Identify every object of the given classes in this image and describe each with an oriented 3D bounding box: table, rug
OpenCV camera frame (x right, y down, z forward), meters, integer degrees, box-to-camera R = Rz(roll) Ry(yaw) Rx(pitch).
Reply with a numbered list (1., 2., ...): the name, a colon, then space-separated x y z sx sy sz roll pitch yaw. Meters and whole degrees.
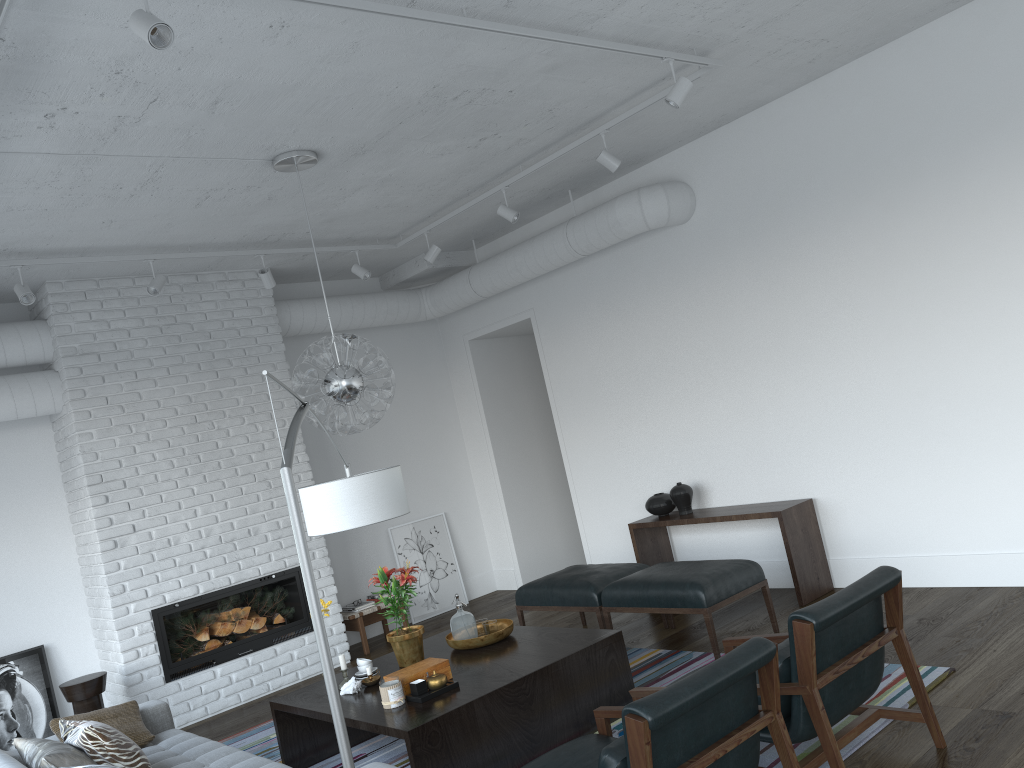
1. table: 1.510 1.213 6.308 0.375 0.617 1.362 -10 -4 -40
2. table: -1.161 2.026 7.455 0.605 0.345 0.405 -10 -4 -40
3. rug: -0.182 1.820 4.571 2.735 0.012 3.760 -10 -4 -40
4. table: -0.318 1.642 4.549 1.306 0.394 1.362 -10 -4 -40
5. table: -2.666 2.148 5.626 0.281 0.558 0.282 -14 -3 28

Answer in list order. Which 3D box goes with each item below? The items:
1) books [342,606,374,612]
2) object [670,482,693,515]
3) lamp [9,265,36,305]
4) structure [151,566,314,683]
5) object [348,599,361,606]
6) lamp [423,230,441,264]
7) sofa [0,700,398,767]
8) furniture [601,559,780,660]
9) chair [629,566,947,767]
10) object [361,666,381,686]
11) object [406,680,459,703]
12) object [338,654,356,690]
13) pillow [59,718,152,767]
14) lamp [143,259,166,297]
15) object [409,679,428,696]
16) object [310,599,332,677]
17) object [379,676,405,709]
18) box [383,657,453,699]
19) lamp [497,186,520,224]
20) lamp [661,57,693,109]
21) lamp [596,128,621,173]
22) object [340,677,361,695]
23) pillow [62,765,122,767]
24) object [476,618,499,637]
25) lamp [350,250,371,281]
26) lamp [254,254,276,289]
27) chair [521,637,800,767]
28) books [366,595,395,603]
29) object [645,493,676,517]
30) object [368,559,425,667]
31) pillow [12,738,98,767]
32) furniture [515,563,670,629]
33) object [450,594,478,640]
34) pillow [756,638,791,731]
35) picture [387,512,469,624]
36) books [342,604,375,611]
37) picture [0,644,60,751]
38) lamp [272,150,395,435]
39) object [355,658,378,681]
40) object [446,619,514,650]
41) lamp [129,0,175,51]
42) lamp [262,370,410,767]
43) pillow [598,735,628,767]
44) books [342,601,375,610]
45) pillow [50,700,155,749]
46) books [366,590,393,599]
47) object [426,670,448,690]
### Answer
1. books: -1.287 1.871 7.388 0.172 0.011 0.273 -10 -4 -41
2. object: 1.262 0.845 6.565 0.171 0.236 0.171 -11 -4 -35
3. lamp: -2.974 -0.611 5.378 0.095 0.285 0.154 -10 -4 -42
4. structure: -2.189 1.823 6.745 1.168 0.578 0.675 -10 -4 -40
5. object: -1.320 1.825 7.384 0.093 0.038 0.134 -14 -3 16
6. lamp: -0.631 -1.067 6.853 0.154 0.285 0.104 -13 -3 0
7. sofa: -1.438 1.703 3.472 0.991 0.684 2.541 -10 -4 -40
8. furniture: 1.047 1.342 5.359 0.583 0.476 0.827 -10 -4 -40
9. chair: 1.001 1.142 3.484 0.678 0.698 0.983 -10 -4 -40
10. object: -0.720 1.480 4.502 0.102 0.098 0.102 -13 -3 -1
11. object: -0.367 1.416 4.089 0.214 0.023 0.130 -10 -4 -40
12. object: -0.867 1.478 4.586 0.098 0.174 0.098 -16 -4 44
13. pillow: -1.738 1.558 3.784 0.271 0.340 0.576 -11 -4 -36
14. lamp: -2.379 -0.720 5.895 0.090 0.285 0.154 -14 -3 18
15. object: -0.428 1.393 4.071 0.058 0.055 0.058 -10 -4 -40
16. object: -0.939 1.339 4.535 0.121 0.470 0.120 -11 -3 -25
17. object: -0.543 1.406 4.045 0.117 0.116 0.106 -14 -3 29
18. box: -0.449 1.406 4.248 0.294 0.093 0.169 -10 -4 -40
19. lamp: -0.041 -1.240 6.117 0.154 0.285 0.094 -14 -3 23
20. lamp: 0.820 -1.522 4.442 0.154 0.285 0.088 -13 -3 5
21. lamp: 0.571 -1.417 5.366 0.154 0.285 0.100 -12 -3 -17
22. object: -0.809 1.512 4.440 0.124 0.078 0.069 -15 -3 32
23. pillow: -1.424 1.507 3.216 0.346 0.283 0.578 -10 -4 -40
24. object: -0.141 1.370 4.956 0.085 0.089 0.195 -11 -3 -31
25. lamp: -1.192 -0.937 6.914 0.154 0.285 0.093 -14 -3 28
26. lamp: -1.788 -0.828 6.405 0.097 0.285 0.154 -13 -3 0
27. chair: 0.370 1.258 2.939 0.678 0.698 0.983 -10 -4 -40
28. books: -1.095 1.826 7.574 0.185 0.032 0.267 -10 -4 -42
29. object: 1.135 0.917 6.747 0.245 0.168 0.245 -15 -4 41
30. object: -0.593 1.227 4.746 0.275 0.558 0.284 -13 -3 12
31. pillow: -1.816 1.593 3.620 0.254 0.318 0.663 -10 -4 -40
32. furniture: 0.516 1.495 6.008 0.584 0.478 0.828 -10 -4 -40
33. object: -0.275 1.297 4.886 0.143 0.288 0.143 -14 -3 21
34. pillow: 1.108 1.062 3.334 0.612 0.293 0.246 -10 -4 -40
35. picture: -0.774 1.695 8.232 0.637 0.884 0.093 -10 -4 -40
36. books: -1.285 1.859 7.379 0.171 0.011 0.306 -10 -4 -41
37. picture: -3.401 2.228 5.894 0.686 0.775 0.130 -10 -4 -40
38. lamp: -1.023 -0.486 4.834 0.552 1.546 0.552 -15 -4 37
39. object: -0.770 1.490 4.658 0.121 0.113 0.124 -12 -3 -21
40. object: -0.173 1.390 4.902 0.383 0.068 0.383 -13 -3 2
41. lamp: -1.137 -1.165 2.755 0.154 0.285 0.095 -15 -4 43
42. lamp: -0.467 0.904 2.835 0.432 1.738 2.162 -12 -3 -6
43. pillow: 0.477 1.177 2.788 0.612 0.293 0.246 -10 -4 -40
44. books: -1.296 1.847 7.387 0.202 0.019 0.280 -10 -4 -42
45. pillow: -1.991 1.701 4.298 0.427 0.261 0.236 -10 -4 -39
46. books: -1.107 1.800 7.581 0.173 0.025 0.238 -10 -4 -42
47. object: -0.353 1.367 4.112 0.103 0.077 0.103 -14 -3 21
